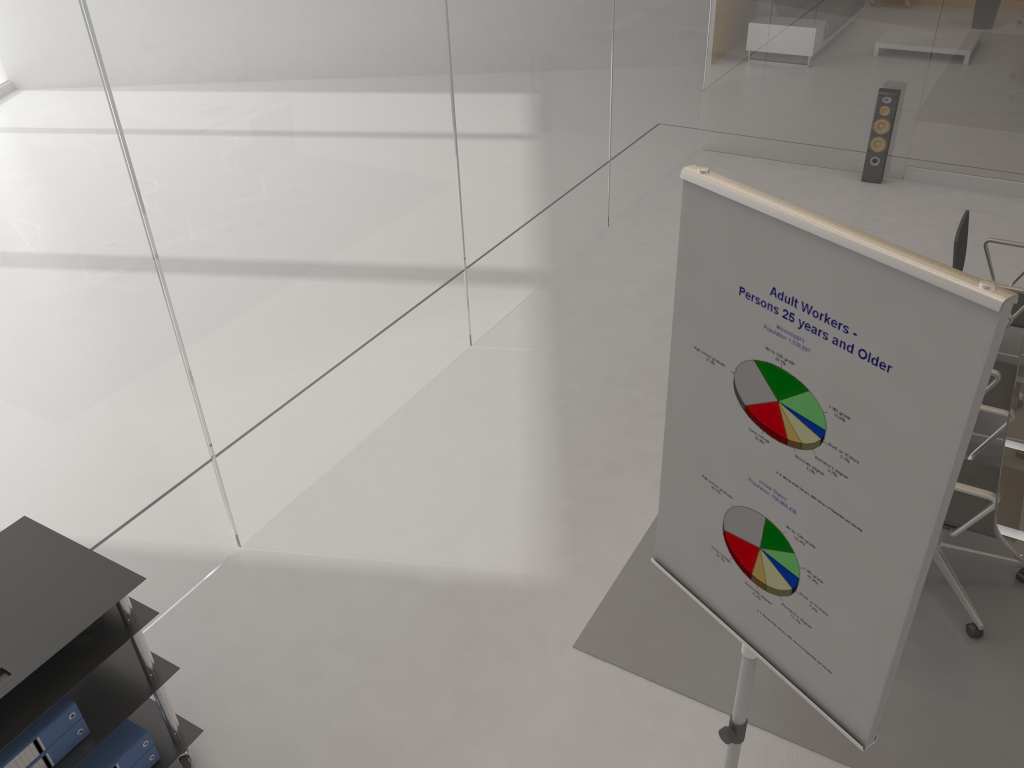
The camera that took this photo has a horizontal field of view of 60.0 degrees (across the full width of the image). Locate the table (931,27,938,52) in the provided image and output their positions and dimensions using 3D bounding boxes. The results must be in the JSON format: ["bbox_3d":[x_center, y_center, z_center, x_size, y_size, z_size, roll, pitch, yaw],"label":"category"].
[{"bbox_3d":[4.818,-3.941,10.254,1.000,0.150,1.000,17,38,26],"label":"table"}]

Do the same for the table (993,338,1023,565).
[{"bbox_3d":[2.796,0.232,3.682,1.372,0.721,3.054,17,38,26],"label":"table"}]

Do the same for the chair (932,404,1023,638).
[{"bbox_3d":[1.720,0.421,3.403,0.710,0.805,0.731,6,35,12],"label":"chair"}]

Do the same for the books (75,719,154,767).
[{"bbox_3d":[-1.338,1.174,2.762,0.263,0.077,0.320,17,38,26],"label":"books"}]

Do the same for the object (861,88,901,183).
[{"bbox_3d":[2.858,-1.917,6.882,0.152,0.706,0.124,13,37,22],"label":"object"}]

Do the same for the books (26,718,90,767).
[{"bbox_3d":[-1.430,1.044,2.527,0.263,0.077,0.320,17,38,26],"label":"books"}]

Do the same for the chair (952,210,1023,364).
[{"bbox_3d":[2.532,-0.398,4.564,0.710,0.805,0.731,6,35,12],"label":"chair"}]

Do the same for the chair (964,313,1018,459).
[{"bbox_3d":[2.066,-0.010,4.019,0.710,0.805,0.731,6,35,12],"label":"chair"}]

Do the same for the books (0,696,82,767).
[{"bbox_3d":[-1.434,0.983,2.487,0.263,0.077,0.320,17,38,26],"label":"books"}]

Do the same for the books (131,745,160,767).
[{"bbox_3d":[-1.334,1.235,2.802,0.263,0.077,0.320,17,38,26],"label":"books"}]

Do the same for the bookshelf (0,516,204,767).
[{"bbox_3d":[-1.533,1.089,2.579,0.567,0.855,0.985,17,38,26],"label":"bookshelf"}]

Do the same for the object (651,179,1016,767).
[{"bbox_3d":[0.551,0.597,2.070,0.553,2.088,0.560,7,35,14],"label":"object"}]
